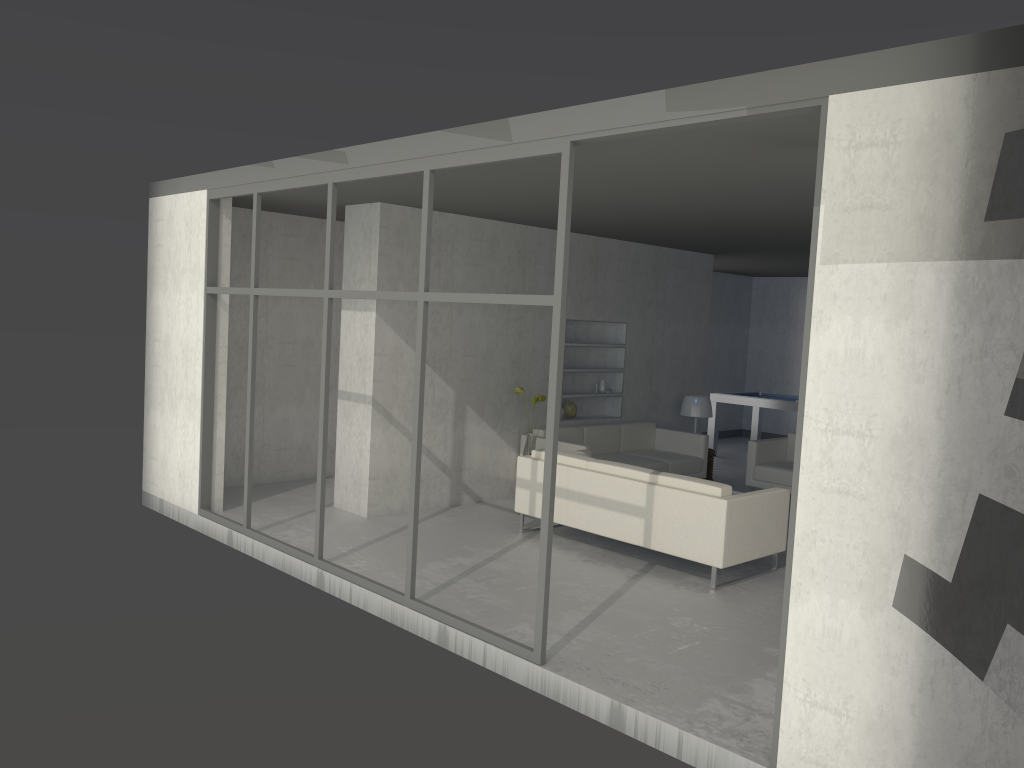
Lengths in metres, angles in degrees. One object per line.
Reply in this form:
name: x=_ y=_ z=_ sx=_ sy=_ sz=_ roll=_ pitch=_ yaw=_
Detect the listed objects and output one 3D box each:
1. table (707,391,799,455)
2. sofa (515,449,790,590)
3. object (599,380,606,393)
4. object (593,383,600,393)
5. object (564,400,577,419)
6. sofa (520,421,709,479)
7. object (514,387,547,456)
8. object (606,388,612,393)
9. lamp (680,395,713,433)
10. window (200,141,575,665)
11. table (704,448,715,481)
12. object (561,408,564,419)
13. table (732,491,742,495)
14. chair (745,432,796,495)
table: x=3.719 y=0.588 z=11.274 sx=1.180 sy=0.835 sz=2.095 roll=-1 pitch=6 yaw=-44
sofa: x=0.971 y=0.898 z=6.513 sx=0.821 sy=0.658 sz=1.881 roll=-1 pitch=6 yaw=-44
object: x=0.934 y=0.024 z=9.150 sx=0.079 sy=0.130 sz=0.079 roll=7 pitch=6 yaw=44
object: x=0.869 y=0.043 z=9.097 sx=0.074 sy=0.094 sz=0.074 roll=4 pitch=4 yaw=10
object: x=0.601 y=0.257 z=8.828 sx=0.088 sy=0.179 sz=0.163 roll=6 pitch=5 yaw=36
sofa: x=1.025 y=0.751 z=8.564 sx=1.881 sy=0.658 sz=0.821 roll=-1 pitch=6 yaw=-44
object: x=0.229 y=0.567 z=7.837 sx=0.400 sy=1.051 sz=0.387 roll=2 pitch=4 yaw=-16
object: x=1.004 y=0.069 z=9.145 sx=0.064 sy=0.050 sz=0.064 roll=0 pitch=5 yaw=-38
lamp: x=1.986 y=0.419 z=9.588 sx=0.347 sy=0.582 sz=0.347 roll=4 pitch=4 yaw=14
window: x=-1.199 y=-0.066 z=5.625 sx=0.037 sy=2.477 sz=4.080 roll=-1 pitch=6 yaw=-44
table: x=1.963 y=0.878 z=9.623 sx=0.452 sy=0.358 sz=0.452 roll=5 pitch=4 yaw=21
object: x=0.474 y=0.282 z=8.745 sx=0.086 sy=0.128 sz=0.086 roll=0 pitch=5 yaw=-33
table: x=1.809 y=1.082 z=7.818 sx=0.730 sy=0.190 sz=0.773 roll=-1 pitch=6 yaw=-44
chair: x=2.814 y=0.841 z=8.618 sx=0.821 sy=0.662 sz=0.748 roll=-1 pitch=6 yaw=-44
